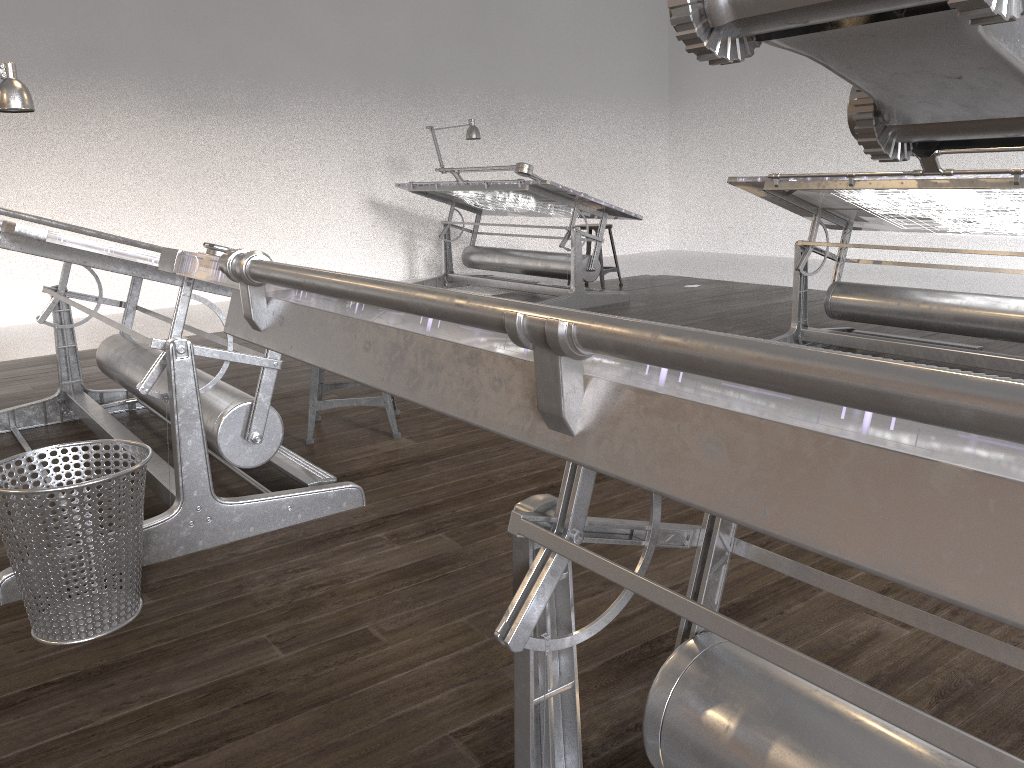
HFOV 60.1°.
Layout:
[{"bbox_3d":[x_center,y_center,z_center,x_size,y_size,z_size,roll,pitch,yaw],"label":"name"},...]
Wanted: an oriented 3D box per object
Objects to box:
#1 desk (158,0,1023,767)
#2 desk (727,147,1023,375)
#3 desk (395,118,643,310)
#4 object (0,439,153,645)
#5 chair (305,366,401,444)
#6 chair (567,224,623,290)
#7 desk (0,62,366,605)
[{"bbox_3d":[0.568,0.207,0.278,1.081,1.373,2.293,-10,15,-35],"label":"desk"},{"bbox_3d":[1.931,-0.675,3.737,1.081,1.373,2.081,-10,15,-35],"label":"desk"},{"bbox_3d":[-0.097,-1.342,6.824,1.081,1.373,2.081,-10,15,-35],"label":"desk"},{"bbox_3d":[-0.986,0.359,2.016,0.353,0.374,0.356,-5,12,-14],"label":"object"},{"bbox_3d":[-0.633,-0.072,3.470,0.358,0.523,0.375,-4,12,-7],"label":"chair"},{"bbox_3d":[0.683,-1.057,7.367,0.359,0.523,0.375,5,14,32],"label":"chair"},{"bbox_3d":[-1.413,-0.362,2.948,1.081,1.373,2.081,-10,15,-35],"label":"desk"}]
